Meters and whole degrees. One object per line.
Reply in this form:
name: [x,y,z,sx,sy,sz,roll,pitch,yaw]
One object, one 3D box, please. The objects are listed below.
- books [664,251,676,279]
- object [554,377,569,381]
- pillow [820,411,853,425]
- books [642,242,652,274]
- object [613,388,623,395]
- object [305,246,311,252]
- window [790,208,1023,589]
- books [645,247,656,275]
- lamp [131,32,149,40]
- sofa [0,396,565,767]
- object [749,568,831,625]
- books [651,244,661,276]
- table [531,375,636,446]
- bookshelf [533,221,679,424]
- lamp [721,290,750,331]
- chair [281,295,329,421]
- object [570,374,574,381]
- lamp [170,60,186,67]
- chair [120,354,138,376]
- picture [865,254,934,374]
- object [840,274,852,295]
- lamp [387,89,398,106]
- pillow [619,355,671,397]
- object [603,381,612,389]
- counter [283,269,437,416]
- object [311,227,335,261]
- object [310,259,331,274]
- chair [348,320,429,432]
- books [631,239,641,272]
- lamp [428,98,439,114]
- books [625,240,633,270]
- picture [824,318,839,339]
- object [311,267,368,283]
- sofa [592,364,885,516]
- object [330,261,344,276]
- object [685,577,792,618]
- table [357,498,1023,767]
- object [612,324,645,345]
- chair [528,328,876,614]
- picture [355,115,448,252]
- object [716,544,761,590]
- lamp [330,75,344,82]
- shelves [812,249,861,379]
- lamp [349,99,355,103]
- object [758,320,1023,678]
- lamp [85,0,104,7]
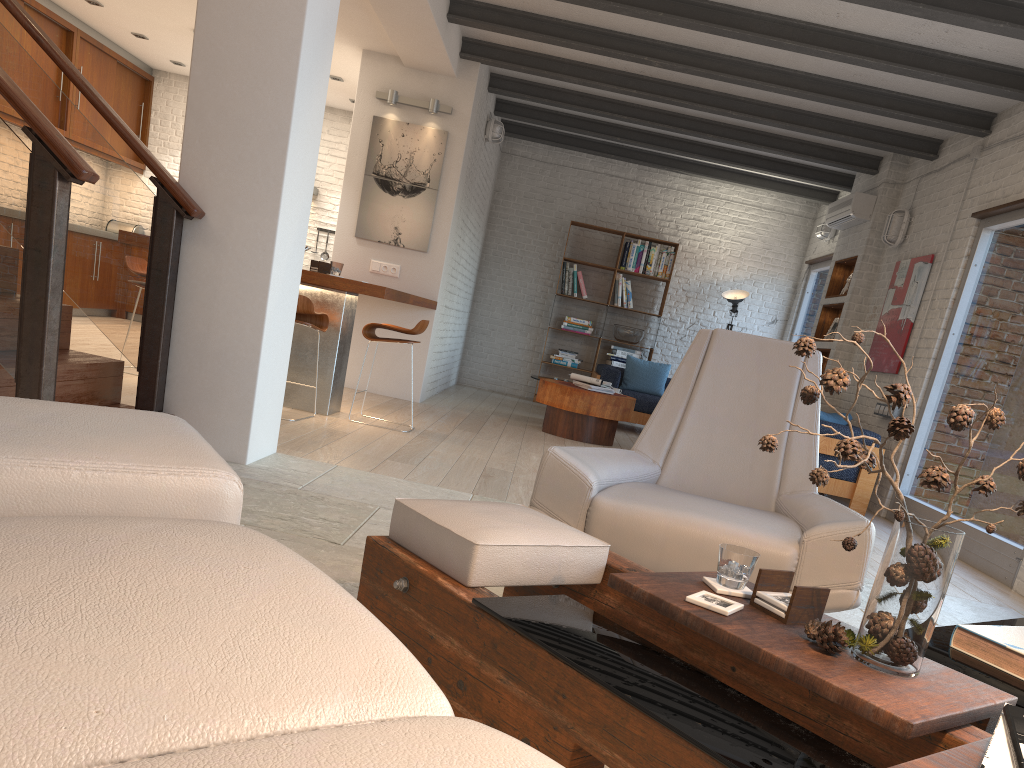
books: [1.911,-1.433,10.634,0.055,0.340,0.246,12,10,2]
object: [0.576,-0.042,9.165,0.305,0.028,0.066,11,5,-22]
pillow: [2.420,0.346,6.995,0.568,0.338,0.363,7,9,-39]
books: [1.628,-1.521,10.610,0.036,0.395,0.236,12,11,2]
object: [1.041,0.077,8.643,0.155,0.059,0.262,11,4,-6]
object: [-1.555,-0.916,5.911,0.369,0.229,0.350,8,8,-34]
window: [3.766,-1.923,4.322,0.647,6.582,11.997,12,6,2]
books: [1.667,-1.483,10.602,0.055,0.340,0.246,12,10,2]
lamp: [-3.647,-3.431,8.549,0.124,0.057,0.120,12,5,1]
sofa: [-0.488,0.343,0.745,1.152,0.779,2.249,6,7,-39]
object: [0.581,0.447,1.828,0.095,0.084,0.110,8,8,-27]
books: [1.740,-1.498,10.623,0.036,0.395,0.236,12,11,2]
table: [0.625,0.229,8.451,1.072,0.459,1.789,13,4,7]
bookshelf: [1.132,-0.732,10.795,1.318,2.271,0.352,12,13,0]
lamp: [2.678,-0.195,10.511,0.510,1.903,0.832,5,13,-26]
chair: [-1.453,-0.192,5.565,0.405,0.799,0.408,12,11,1]
object: [0.695,-0.039,8.988,0.183,0.094,0.193,15,6,26]
lamp: [-3.607,-3.481,9.413,0.124,0.057,0.120,12,5,1]
chair: [-2.502,-0.451,6.081,0.423,0.799,0.390,12,11,1]
picture: [3.256,-0.574,7.373,0.019,0.989,0.720,12,10,2]
object: [3.321,-0.976,8.570,0.111,0.250,0.210,14,10,9]
lamp: [-1.009,-2.421,7.369,0.078,0.107,0.079,17,11,28]
pillow: [1.547,-0.085,10.092,0.556,0.422,0.216,12,11,-1]
object: [0.909,0.034,8.455,0.107,0.111,0.106,14,9,16]
counter: [-1.640,-0.388,6.710,1.685,0.947,2.429,12,5,1]
object: [-2.036,-1.595,10.301,0.669,0.402,0.135,12,12,0]
object: [-1.300,-0.790,5.923,0.094,0.084,0.111,4,11,-44]
chair: [-0.835,-0.095,6.091,0.423,0.799,0.390,12,11,1]
books: [1.499,-1.548,10.604,0.036,0.395,0.236,12,11,2]
lamp: [-0.661,-2.347,7.371,0.078,0.107,0.079,17,11,28]
books: [1.413,-1.553,10.620,0.021,0.370,0.263,12,10,2]
picture: [3.252,-0.547,8.769,0.103,0.252,0.186,10,10,-8]
object: [-1.181,-0.737,5.889,0.394,0.036,0.193,12,4,4]
sofa: [1.854,0.371,8.553,2.079,0.680,3.844,12,4,1]
object: [-1.179,-0.772,5.848,0.090,0.087,0.089,14,9,16]
object: [0.466,0.445,1.858,0.274,0.036,0.240,10,4,-27]
table: [0.907,0.743,1.780,1.986,0.442,2.129,9,5,-38]
object: [1.437,-0.606,10.844,0.391,0.208,0.402,17,8,42]
chair: [0.688,0.323,2.938,1.014,1.048,0.955,15,9,17]
picture: [-0.967,-1.730,7.583,0.655,1.048,0.019,12,13,0]
object: [0.493,0.407,1.930,0.091,0.087,0.088,5,11,-39]
lamp: [-1.724,-3.021,8.560,0.124,0.057,0.120,12,5,1]
shelves: [3.244,-0.567,8.715,0.192,1.472,0.742,12,11,2]
lamp: [-1.684,-3.070,9.425,0.124,0.057,0.120,12,5,1]
object: [0.626,0.204,1.514,0.547,0.626,0.303,7,12,-28]
lamp: [-3.686,-3.382,7.683,0.124,0.057,0.120,12,5,1]
